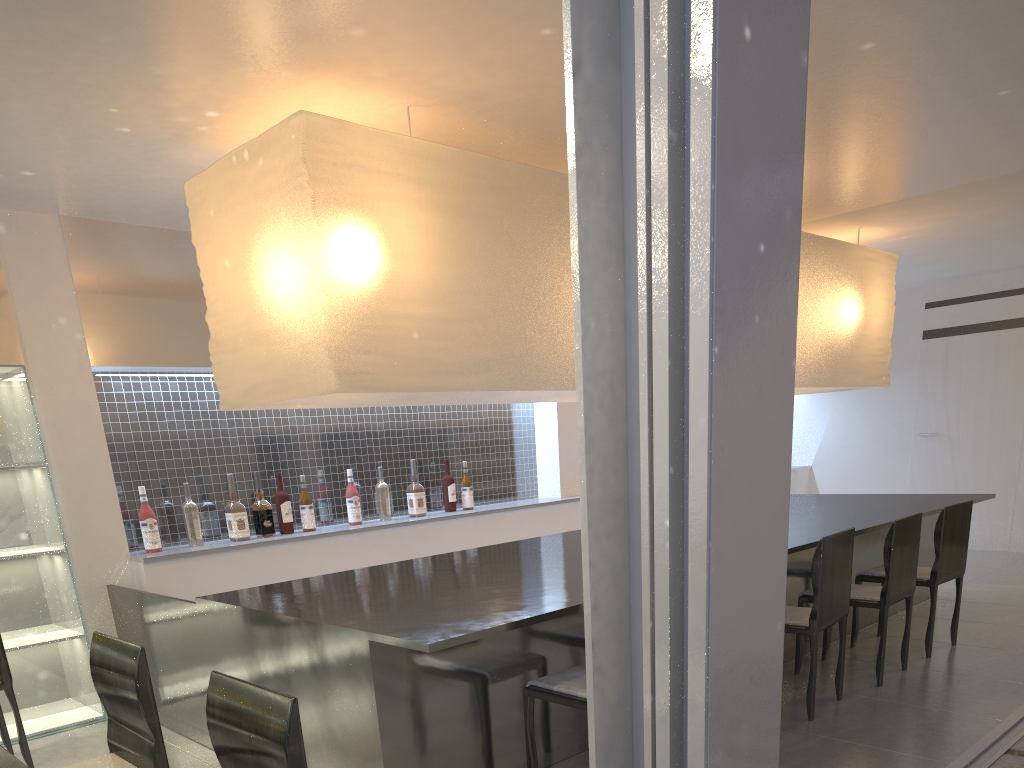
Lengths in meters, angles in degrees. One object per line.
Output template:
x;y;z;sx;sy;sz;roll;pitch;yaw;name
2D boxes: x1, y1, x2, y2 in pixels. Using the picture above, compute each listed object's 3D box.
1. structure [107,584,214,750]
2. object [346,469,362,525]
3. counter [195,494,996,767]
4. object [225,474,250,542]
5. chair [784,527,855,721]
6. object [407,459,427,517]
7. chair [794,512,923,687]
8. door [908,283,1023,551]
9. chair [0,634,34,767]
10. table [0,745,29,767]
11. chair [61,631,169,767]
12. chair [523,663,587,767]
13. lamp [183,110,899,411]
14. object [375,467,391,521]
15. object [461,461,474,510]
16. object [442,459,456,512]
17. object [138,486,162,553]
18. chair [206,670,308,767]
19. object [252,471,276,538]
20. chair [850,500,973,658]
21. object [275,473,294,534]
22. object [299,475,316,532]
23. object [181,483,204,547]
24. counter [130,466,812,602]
-0.868;0.697;2.051;0.547;0.391;0.011;-1;13;44;structure
-0.523;0.371;2.697;0.041;0.198;0.042;-17;21;-41;object
0.508;0.623;2.387;2.438;0.397;0.803;-1;-2;-42;counter
-1.521;0.317;1.777;1.932;0.314;0.044;-1;10;-42;object
0.647;0.564;1.961;0.234;0.468;0.180;7;17;39;chair
-0.335;0.363;2.853;0.045;0.216;0.044;-17;20;-40;object
0.903;0.561;2.168;0.233;0.468;0.181;8;18;42;chair
-0.126;0.257;2.595;5.405;1.287;0.451;-2;12;-30;door
-1.262;0.681;1.823;0.228;0.468;0.185;-15;18;-42;chair
-0.717;0.631;0.941;0.904;0.347;0.338;-5;4;45;table
-0.646;0.596;1.189;0.228;0.468;0.185;-15;18;-42;chair
0.165;0.565;1.517;0.182;0.468;0.232;-16;17;-42;chair
0.347;-0.191;2.252;2.232;0.454;0.437;-1;3;-42;lamp
-0.437;0.373;2.784;0.046;0.199;0.041;-2;15;3;object
-0.167;0.374;3.013;0.042;0.194;0.038;1;16;16;object
-0.228;0.369;2.977;0.043;0.206;0.043;8;19;36;object
-1.114;-0.035;1.067;1.652;0.869;1.778;-3;1;44;object
-0.361;0.557;0.904;0.228;0.468;0.185;-15;18;-42;chair
-1.487;0.316;1.808;2.010;0.314;0.101;-1;10;-40;object
1.148;0.560;2.385;0.182;0.468;0.231;-16;17;-41;chair
-1.475;0.319;1.857;2.076;0.314;0.064;-1;10;-42;object
-1.513;0.316;1.793;2.353;0.319;0.055;-1;10;-41;object
-1.588;0.320;1.753;1.814;0.314;0.043;-1;11;-41;object
0.274;0.693;3.478;3.520;0.469;0.224;-1;8;-42;counter
